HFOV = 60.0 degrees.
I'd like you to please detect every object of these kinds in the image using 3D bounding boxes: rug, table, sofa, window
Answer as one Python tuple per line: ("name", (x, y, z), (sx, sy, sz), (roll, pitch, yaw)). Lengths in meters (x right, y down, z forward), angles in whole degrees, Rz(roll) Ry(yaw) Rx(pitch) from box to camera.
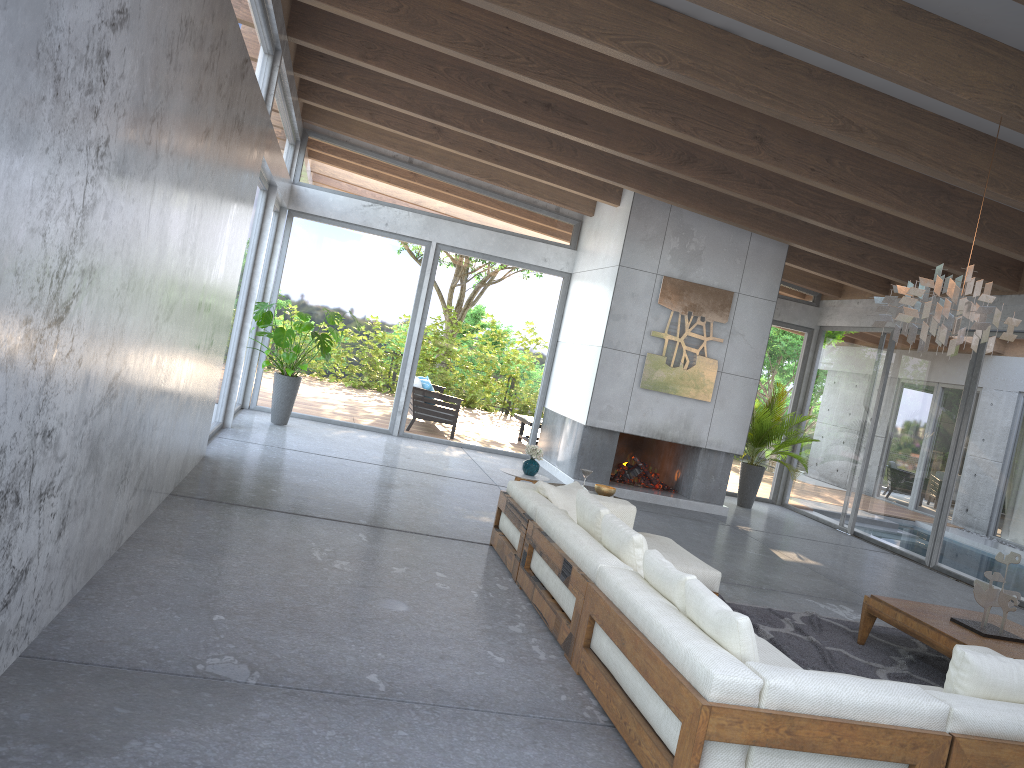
("rug", (2.348, 1.734, 5.426), (3.186, 0.056, 2.187), (11, 2, -11))
("table", (2.928, 1.703, 5.481), (1.048, 0.352, 1.112), (11, 2, -12))
("sofa", (1.198, 1.230, 5.007), (1.965, 0.777, 3.733), (11, 2, -12))
("table", (0.545, 1.103, 7.166), (0.725, 0.441, 0.725), (13, 3, 40))
("window", (3.228, 0.049, 5.118), (14.294, 3.764, 23.280), (11, 2, -12))

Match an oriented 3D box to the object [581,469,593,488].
("object", (0.566, 0.781, 6.964), (0.099, 0.212, 0.099), (12, 2, 19))

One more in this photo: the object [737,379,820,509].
("object", (3.383, 0.798, 12.163), (1.484, 1.819, 1.798), (11, 2, -5))

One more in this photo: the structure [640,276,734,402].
("structure", (2.081, -0.527, 10.554), (0.919, 1.351, 0.041), (11, 2, -12))

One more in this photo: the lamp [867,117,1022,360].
("lamp", (2.500, -0.847, 5.094), (0.862, 1.400, 0.636), (13, 3, 35))

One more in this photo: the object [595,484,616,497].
("object", (0.743, 0.871, 7.119), (0.173, 0.097, 0.173), (10, 2, -32))

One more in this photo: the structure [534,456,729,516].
("structure", (1.516, 1.065, 11.714), (2.012, 0.595, 2.203), (11, 2, -12))

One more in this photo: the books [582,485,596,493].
("books", (0.704, 0.882, 7.357), (0.205, 0.012, 0.290), (11, 2, -7))

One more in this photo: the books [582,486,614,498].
("books", (0.693, 0.894, 7.358), (0.220, 0.015, 0.303), (11, 2, -12))

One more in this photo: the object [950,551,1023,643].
("object", (2.986, 1.271, 5.483), (0.346, 0.518, 0.379), (11, 2, -12))

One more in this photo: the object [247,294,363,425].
("object", (-2.753, -0.293, 10.873), (1.416, 1.540, 1.731), (12, 2, 7))
